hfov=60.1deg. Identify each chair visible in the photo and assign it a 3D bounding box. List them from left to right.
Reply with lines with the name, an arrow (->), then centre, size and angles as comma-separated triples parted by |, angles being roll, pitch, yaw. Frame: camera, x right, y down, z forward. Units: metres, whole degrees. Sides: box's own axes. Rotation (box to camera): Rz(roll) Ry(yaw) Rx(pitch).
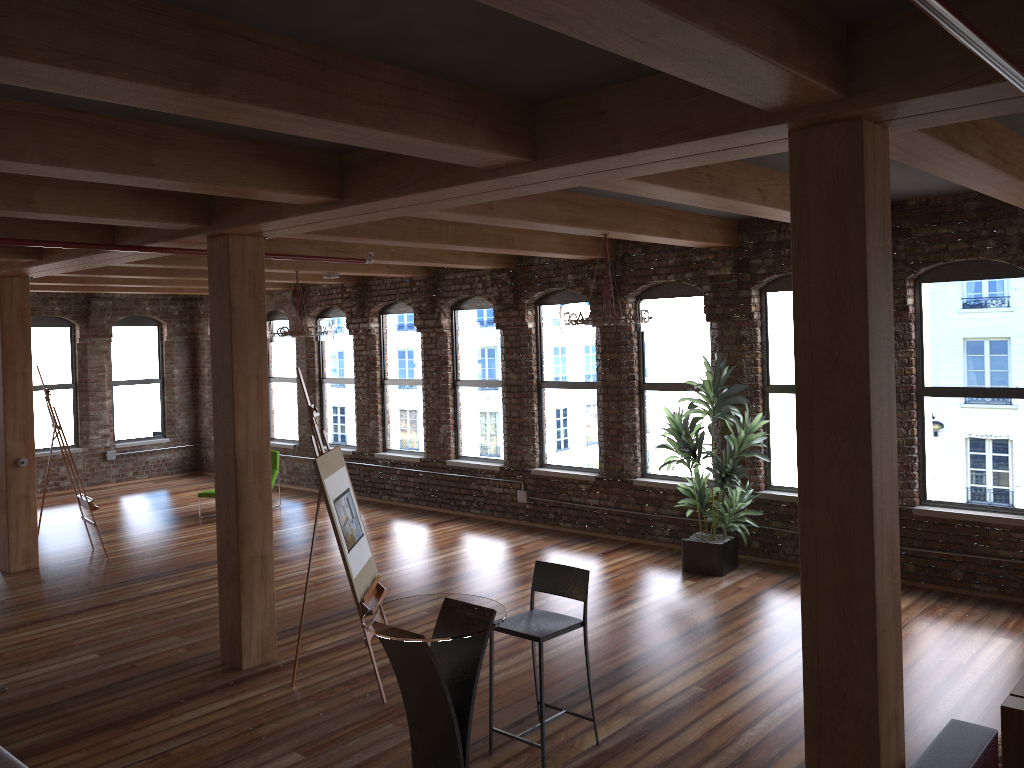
chair -> -2.424, 1.827, 3.373 | 0.830, 0.735, 1.065 | 0, 3, 42
chair -> -3.726, 1.361, 12.138 | 0.680, 0.796, 0.957 | -1, 2, 17
chair -> 0.161, 1.543, 4.925 | 0.430, 0.981, 0.467 | -1, 1, 42
chair -> 2.030, 1.773, 3.165 | 1.070, 0.592, 0.867 | 0, 3, 42

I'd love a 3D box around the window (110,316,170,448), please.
window -> -6.437, -0.064, 15.257 | 0.218, 2.217, 0.969 | -1, 1, 42

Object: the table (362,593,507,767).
table -> -0.373, 1.620, 4.456 | 0.722, 0.924, 0.722 | -2, 2, -24

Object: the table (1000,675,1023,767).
table -> 3.155, 1.697, 4.407 | 0.900, 0.549, 1.753 | 0, 4, 42

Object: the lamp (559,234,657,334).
lamp -> 0.785, -0.837, 7.336 | 0.809, 0.814, 0.810 | -2, 2, -6

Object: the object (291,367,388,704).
object -> -1.165, 0.948, 5.946 | 0.685, 2.140, 0.702 | -2, 1, 2

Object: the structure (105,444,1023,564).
structure -> -0.667, 1.268, 11.478 | 13.702, 0.313, 1.636 | 0, 4, 35

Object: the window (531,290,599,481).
window -> 0.634, -0.017, 10.471 | 0.968, 2.214, 0.232 | -1, 1, 42

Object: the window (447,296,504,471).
window -> -0.463, -0.037, 11.445 | 0.968, 2.214, 0.236 | -1, 1, 42

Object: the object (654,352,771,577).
object -> 1.901, 0.735, 8.571 | 0.967, 2.102, 1.080 | -2, 1, -35

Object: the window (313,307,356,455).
window -> -2.658, -0.077, 13.388 | 0.968, 2.214, 0.233 | -1, 1, 42

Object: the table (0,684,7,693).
table -> -3.625, 1.869, 4.867 | 1.870, 0.560, 0.941 | 1, 3, 42

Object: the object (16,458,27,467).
object -> -5.104, 0.818, 9.235 | 0.061, 0.095, 0.096 | -1, 2, 42

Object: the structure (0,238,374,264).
structure -> -3.547, -0.967, 5.717 | 0.051, 0.112, 6.818 | -1, 3, 42

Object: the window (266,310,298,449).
window -> -3.757, -0.097, 14.361 | 0.968, 2.214, 0.232 | -1, 1, 42

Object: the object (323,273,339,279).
object -> -2.171, -1.306, 10.623 | 0.147, 0.072, 0.146 | 1, 3, 42

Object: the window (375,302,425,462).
window -> -1.563, -0.057, 12.416 | 0.968, 2.214, 0.230 | -1, 1, 42

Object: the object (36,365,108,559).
object -> -4.919, 0.855, 9.729 | 0.685, 2.140, 0.661 | -2, 1, -38

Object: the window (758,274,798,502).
window -> 2.831, 0.023, 8.526 | 0.968, 2.214, 0.235 | -1, 1, 42

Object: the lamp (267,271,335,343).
lamp -> -2.468, -0.896, 10.220 | 0.810, 0.814, 0.810 | -2, 2, -12

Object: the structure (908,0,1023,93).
structure -> 0.809, -0.888, 1.857 | 0.051, 0.112, 6.818 | -1, 3, 42

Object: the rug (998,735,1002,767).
rug -> 3.138, 1.972, 4.369 | 1.343, 0.009, 2.466 | 1, 4, 42

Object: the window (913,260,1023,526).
window -> 3.928, 0.043, 7.554 | 0.968, 2.214, 0.235 | -1, 1, 42

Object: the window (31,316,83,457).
window -> -7.423, 0.026, 14.144 | 0.218, 2.217, 0.969 | -1, 1, 42

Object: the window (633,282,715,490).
window -> 1.733, 0.003, 9.499 | 0.968, 2.214, 0.235 | -1, 1, 42
